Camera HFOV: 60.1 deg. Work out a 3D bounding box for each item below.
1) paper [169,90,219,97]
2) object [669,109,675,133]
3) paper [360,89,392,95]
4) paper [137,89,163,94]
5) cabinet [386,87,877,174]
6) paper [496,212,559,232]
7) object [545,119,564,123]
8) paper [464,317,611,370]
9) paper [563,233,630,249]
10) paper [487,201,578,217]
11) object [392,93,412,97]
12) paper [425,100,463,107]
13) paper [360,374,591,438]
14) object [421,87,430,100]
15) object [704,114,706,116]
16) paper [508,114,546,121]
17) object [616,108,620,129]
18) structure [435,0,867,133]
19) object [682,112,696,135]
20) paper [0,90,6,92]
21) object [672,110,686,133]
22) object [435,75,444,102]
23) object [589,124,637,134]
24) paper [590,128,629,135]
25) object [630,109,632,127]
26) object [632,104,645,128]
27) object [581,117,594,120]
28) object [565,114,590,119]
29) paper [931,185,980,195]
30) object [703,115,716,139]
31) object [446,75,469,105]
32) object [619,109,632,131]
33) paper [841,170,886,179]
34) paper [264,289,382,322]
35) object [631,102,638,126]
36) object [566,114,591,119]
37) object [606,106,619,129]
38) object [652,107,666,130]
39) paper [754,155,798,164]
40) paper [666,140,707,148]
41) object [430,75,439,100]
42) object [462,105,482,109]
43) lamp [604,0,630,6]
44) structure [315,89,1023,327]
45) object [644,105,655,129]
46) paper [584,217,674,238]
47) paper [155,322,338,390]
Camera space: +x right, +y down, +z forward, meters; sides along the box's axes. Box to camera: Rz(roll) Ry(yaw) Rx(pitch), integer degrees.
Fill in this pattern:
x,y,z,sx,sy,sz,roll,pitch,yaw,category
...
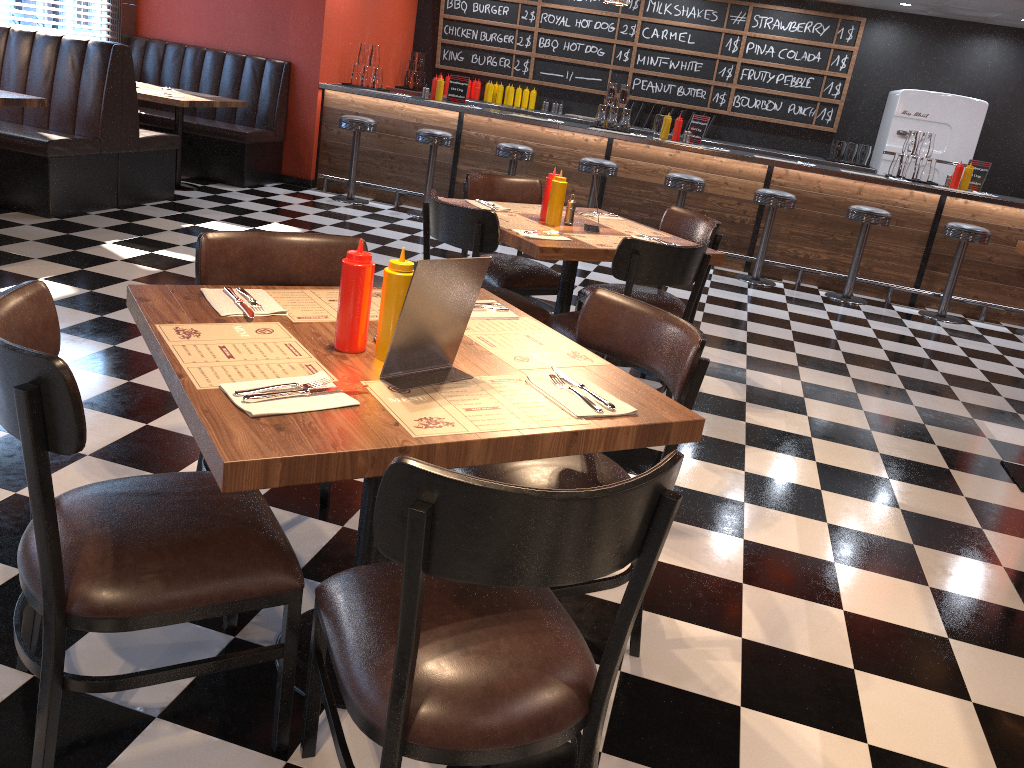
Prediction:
x,y,z,sx,sy,sz,roll,pitch,yaw,category
-2.761,-2.535,7.739,0.366,0.001,0.264,12,19,7,paper
1.727,-2.904,9.751,0.070,0.255,0.191,14,18,14,object
-1.263,-2.771,8.406,0.366,0.001,0.264,14,20,13,paper
-3.050,-2.388,7.191,0.366,0.001,0.264,13,20,10,paper
1.128,-2.366,9.840,5.294,0.987,0.682,13,18,12,cabinet
-0.006,-0.701,3.799,0.261,0.001,0.370,-3,23,-31,paper
0.396,-2.415,8.125,0.157,0.019,0.258,12,19,7,object
0.026,-0.104,2.126,0.261,0.001,0.370,-4,23,-32,paper
0.433,-0.590,3.684,0.365,0.001,0.264,-3,23,-31,paper
0.095,-0.833,4.220,0.365,0.001,0.264,-3,23,-31,paper
-1.042,-2.738,8.389,0.157,0.019,0.258,12,19,7,object
-0.614,-2.624,8.284,0.366,0.001,0.264,14,20,13,paper
-0.072,0.035,1.689,0.365,0.001,0.264,-3,22,-30,paper
-0.824,-2.790,8.460,0.047,0.134,0.094,-6,23,-41,object
2.050,-2.828,9.683,0.074,0.254,0.191,13,18,13,object
0.164,-2.450,8.143,0.366,0.001,0.264,14,20,13,paper
0.952,-2.492,8.304,0.105,0.206,0.106,-2,21,-31,object
1.353,-3.703,9.673,4.551,1.132,0.202,13,18,12,structure
1.943,-2.854,9.707,0.072,0.254,0.190,14,19,16,object
-3.386,-1.848,5.514,0.366,0.001,0.264,14,20,13,paper
1.836,-2.879,9.729,0.072,0.254,0.190,16,19,21,object
-0.687,-2.824,8.462,0.068,0.235,0.068,13,18,13,object
0.947,-2.382,8.281,0.438,0.018,0.276,13,20,11,object
0.882,-2.277,7.979,0.366,0.001,0.264,14,20,13,paper
1.066,-2.465,8.280,0.105,0.206,0.106,-2,21,-31,object
1.407,-2.979,9.817,0.073,0.257,0.194,14,18,14,object
0.801,-3.000,9.967,0.366,0.001,0.264,14,20,15,object
0.801,-3.003,9.966,0.366,0.001,0.264,14,20,14,object
3.708,-1.621,7.403,0.366,0.001,0.264,13,20,12,paper
2.157,-2.804,9.662,0.072,0.254,0.190,14,19,16,object
-0.524,-2.841,8.556,0.188,0.254,0.073,10,17,2,object
1.047,-2.429,8.169,0.105,0.206,0.106,-2,21,-31,object
2.995,-1.791,7.559,0.366,0.001,0.264,14,20,13,paper
-0.408,-0.197,2.193,0.366,0.001,0.264,-4,23,-33,paper
1.320,-3.001,9.841,0.071,0.255,0.191,15,19,18,object
0.802,-3.005,9.965,0.366,0.001,0.264,14,20,13,object
0.932,-2.458,8.200,0.105,0.206,0.106,-2,21,-31,object
1.621,-2.929,9.774,0.072,0.254,0.190,14,19,16,object
2.285,-1.944,7.674,0.366,0.001,0.264,12,19,8,paper
1.539,-2.121,7.835,0.366,0.001,0.264,14,20,13,paper
-0.740,-2.861,8.544,0.068,0.235,0.068,13,18,13,object
-0.375,-2.588,8.264,0.158,0.019,0.257,15,20,16,object
0.578,-2.483,3.369,0.108,1.941,0.110,-1,20,-30,lamp
1.462,-1.534,7.850,7.053,1.027,0.218,13,18,12,structure
1.514,-2.954,9.796,0.072,0.254,0.190,11,18,6,object
0.540,-0.732,4.134,0.261,0.001,0.370,-2,22,-29,paper
-0.534,-0.064,1.760,0.261,0.001,0.370,-4,23,-32,paper
